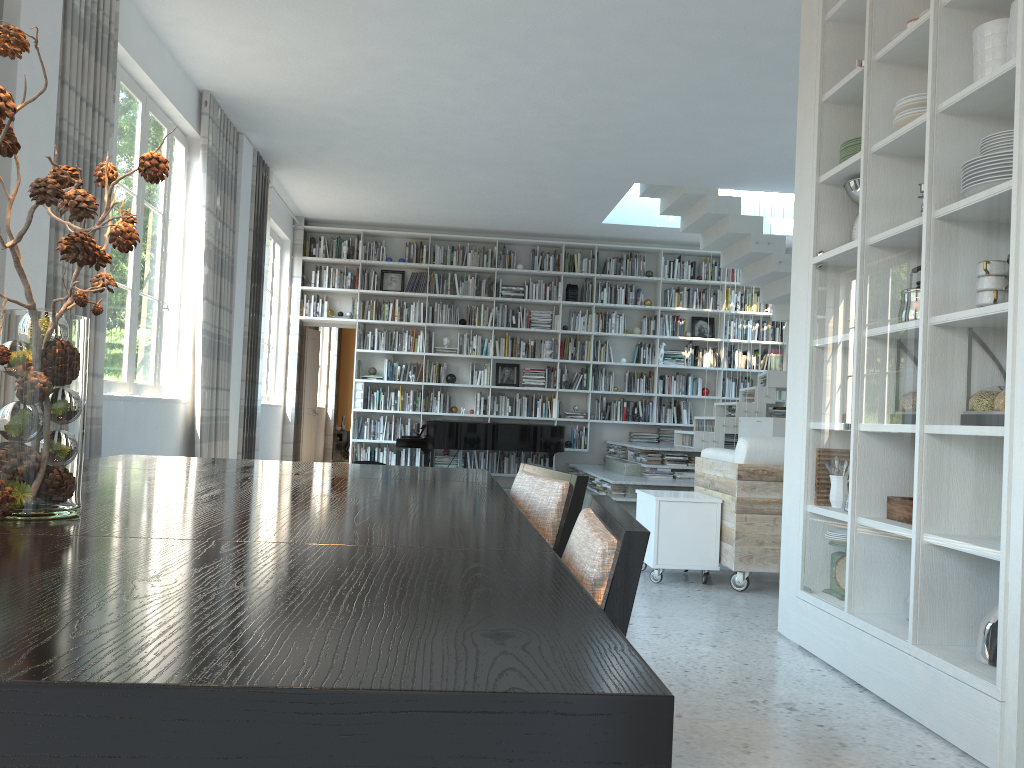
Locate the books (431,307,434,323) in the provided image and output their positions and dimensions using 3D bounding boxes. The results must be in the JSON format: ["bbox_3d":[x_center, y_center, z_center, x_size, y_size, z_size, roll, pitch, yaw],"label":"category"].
[{"bbox_3d":[-1.003,-0.852,11.204,0.024,0.219,0.140,3,-2,-4],"label":"books"}]

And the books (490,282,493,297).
[{"bbox_3d":[-0.260,-1.179,11.271,0.028,0.211,0.134,3,-2,-4],"label":"books"}]

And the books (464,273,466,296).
[{"bbox_3d":[-0.602,-1.245,11.225,0.012,0.308,0.145,3,-2,-4],"label":"books"}]

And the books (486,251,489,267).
[{"bbox_3d":[-0.317,-1.563,11.257,0.026,0.237,0.149,3,-2,-4],"label":"books"}]

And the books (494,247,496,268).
[{"bbox_3d":[-0.220,-1.584,11.256,0.026,0.288,0.176,3,-2,-4],"label":"books"}]

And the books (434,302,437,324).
[{"bbox_3d":[-0.964,-0.881,11.187,0.026,0.279,0.151,3,-2,-4],"label":"books"}]

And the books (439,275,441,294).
[{"bbox_3d":[-0.908,-1.236,11.200,0.011,0.260,0.157,3,-2,-4],"label":"books"}]

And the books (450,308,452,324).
[{"bbox_3d":[-0.771,-0.840,11.222,0.012,0.217,0.133,3,-2,-4],"label":"books"}]

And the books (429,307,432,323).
[{"bbox_3d":[-1.030,-0.856,11.203,0.029,0.225,0.136,3,-2,-4],"label":"books"}]

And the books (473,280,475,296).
[{"bbox_3d":[-0.483,-1.200,11.236,0.013,0.231,0.141,3,-2,-4],"label":"books"}]

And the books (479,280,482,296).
[{"bbox_3d":[-0.404,-1.190,11.235,0.030,0.217,0.182,3,-2,-4],"label":"books"}]

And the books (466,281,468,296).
[{"bbox_3d":[-0.569,-1.193,11.225,0.010,0.208,0.173,3,-2,-4],"label":"books"}]

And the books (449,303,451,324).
[{"bbox_3d":[-0.779,-0.879,11.196,0.011,0.291,0.176,3,-2,-4],"label":"books"}]

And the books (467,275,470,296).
[{"bbox_3d":[-0.551,-1.231,11.241,0.026,0.286,0.137,3,-2,-4],"label":"books"}]

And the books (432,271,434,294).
[{"bbox_3d":[-0.997,-1.264,11.217,0.014,0.309,0.130,3,-2,-4],"label":"books"}]

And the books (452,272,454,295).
[{"bbox_3d":[-0.745,-1.255,11.230,0.013,0.315,0.135,3,-2,-4],"label":"books"}]

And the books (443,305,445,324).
[{"bbox_3d":[-0.853,-0.863,11.179,0.012,0.251,0.184,3,-2,-4],"label":"books"}]

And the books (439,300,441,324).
[{"bbox_3d":[-0.911,-0.897,11.202,0.011,0.317,0.154,3,-2,-4],"label":"books"}]

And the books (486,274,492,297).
[{"bbox_3d":[-0.299,-1.227,11.244,0.058,0.302,0.175,3,-2,-4],"label":"books"}]

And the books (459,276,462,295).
[{"bbox_3d":[-0.650,-1.225,11.227,0.027,0.265,0.168,3,-2,-4],"label":"books"}]

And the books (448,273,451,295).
[{"bbox_3d":[-0.796,-1.247,11.208,0.023,0.293,0.156,3,-2,-4],"label":"books"}]

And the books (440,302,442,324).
[{"bbox_3d":[-0.900,-0.881,11.181,0.010,0.283,0.184,3,-2,-4],"label":"books"}]

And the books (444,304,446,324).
[{"bbox_3d":[-0.843,-0.866,11.203,0.010,0.261,0.169,3,-2,-4],"label":"books"}]

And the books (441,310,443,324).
[{"bbox_3d":[-0.884,-0.831,11.198,0.029,0.186,0.149,3,-2,-4],"label":"books"}]

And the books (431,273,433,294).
[{"bbox_3d":[-1.009,-1.252,11.195,0.013,0.283,0.158,3,-2,-4],"label":"books"}]

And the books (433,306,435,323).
[{"bbox_3d":[-0.984,-0.862,11.192,0.012,0.240,0.134,3,-2,-4],"label":"books"}]

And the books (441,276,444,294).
[{"bbox_3d":[-0.875,-1.225,11.195,0.031,0.242,0.181,3,-2,-4],"label":"books"}]

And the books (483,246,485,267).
[{"bbox_3d":[-0.365,-1.589,11.250,0.013,0.285,0.159,3,-2,-4],"label":"books"}]

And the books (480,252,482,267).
[{"bbox_3d":[-0.395,-1.549,11.229,0.026,0.200,0.187,3,-2,-4],"label":"books"}]

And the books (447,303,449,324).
[{"bbox_3d":[-0.812,-0.874,11.196,0.011,0.279,0.169,3,-2,-4],"label":"books"}]

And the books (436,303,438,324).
[{"bbox_3d":[-0.945,-0.879,11.185,0.012,0.276,0.157,3,-2,-4],"label":"books"}]

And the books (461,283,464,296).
[{"bbox_3d":[-0.625,-1.182,11.222,0.028,0.180,0.168,3,-2,-4],"label":"books"}]

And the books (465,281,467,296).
[{"bbox_3d":[-0.588,-1.195,11.250,0.024,0.212,0.128,3,-2,-4],"label":"books"}]

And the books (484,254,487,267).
[{"bbox_3d":[-0.345,-1.538,11.244,0.031,0.184,0.177,3,-2,-4],"label":"books"}]

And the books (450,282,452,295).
[{"bbox_3d":[-0.771,-1.189,11.219,0.034,0.180,0.160,3,-2,-4],"label":"books"}]

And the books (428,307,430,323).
[{"bbox_3d":[-1.050,-0.850,11.176,0.015,0.207,0.186,3,-2,-4],"label":"books"}]

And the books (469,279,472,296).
[{"bbox_3d":[-0.527,-1.201,11.218,0.021,0.226,0.191,3,-2,-4],"label":"books"}]

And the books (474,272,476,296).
[{"bbox_3d":[-0.468,-1.241,11.228,0.011,0.313,0.183,3,-2,-4],"label":"books"}]

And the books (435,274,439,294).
[{"bbox_3d":[-0.947,-1.245,11.204,0.067,0.274,0.168,3,-2,-4],"label":"books"}]

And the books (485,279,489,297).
[{"bbox_3d":[-0.315,-1.209,11.242,0.055,0.263,0.167,3,-2,-4],"label":"books"}]

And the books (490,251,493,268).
[{"bbox_3d":[-0.261,-1.555,11.249,0.026,0.225,0.172,3,-2,-4],"label":"books"}]

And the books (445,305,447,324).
[{"bbox_3d":[-0.833,-0.863,11.204,0.011,0.255,0.152,3,-2,-4],"label":"books"}]

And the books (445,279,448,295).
[{"bbox_3d":[-0.823,-1.211,11.205,0.029,0.219,0.157,3,-2,-4],"label":"books"}]

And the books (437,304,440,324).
[{"bbox_3d":[-0.928,-0.871,11.187,0.024,0.262,0.177,3,-2,-4],"label":"books"}]

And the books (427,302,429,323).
[{"bbox_3d":[-1.063,-0.888,11.193,0.012,0.285,0.159,3,-2,-4],"label":"books"}]

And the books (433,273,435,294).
[{"bbox_3d":[-0.984,-1.253,11.195,0.010,0.287,0.148,3,-2,-4],"label":"books"}]

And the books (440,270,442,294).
[{"bbox_3d":[-0.895,-1.263,11.193,0.012,0.315,0.171,3,-2,-4],"label":"books"}]

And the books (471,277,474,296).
[{"bbox_3d":[-0.503,-1.216,11.239,0.028,0.261,0.135,3,-2,-4],"label":"books"}]

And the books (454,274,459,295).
[{"bbox_3d":[-0.700,-1.239,11.208,0.075,0.285,0.178,3,-2,-4],"label":"books"}]

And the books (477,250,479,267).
[{"bbox_3d":[-0.432,-1.564,11.241,0.021,0.228,0.161,3,-2,-4],"label":"books"}]

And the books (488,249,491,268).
[{"bbox_3d":[-0.289,-1.573,11.268,0.029,0.261,0.151,3,-2,-4],"label":"books"}]

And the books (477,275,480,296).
[{"bbox_3d":[-0.430,-1.227,11.254,0.022,0.290,0.146,3,-2,-4],"label":"books"}]

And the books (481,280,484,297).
[{"bbox_3d":[-0.379,-1.191,11.241,0.022,0.222,0.161,3,-2,-4],"label":"books"}]

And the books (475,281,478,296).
[{"bbox_3d":[-0.454,-1.190,11.249,0.024,0.213,0.150,3,-2,-4],"label":"books"}]

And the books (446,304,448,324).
[{"bbox_3d":[-0.822,-0.865,11.189,0.009,0.261,0.180,3,-2,-4],"label":"books"}]

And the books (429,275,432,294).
[{"bbox_3d":[-1.027,-1.240,11.178,0.023,0.256,0.174,3,-2,-4],"label":"books"}]

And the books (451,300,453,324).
[{"bbox_3d":[-0.760,-0.892,11.211,0.004,0.321,0.153,3,-2,-4],"label":"books"}]

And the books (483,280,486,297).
[{"bbox_3d":[-0.357,-1.197,11.258,0.025,0.237,0.153,3,-2,-4],"label":"books"}]

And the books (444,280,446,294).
[{"bbox_3d":[-0.850,-1.203,11.210,0.024,0.201,0.153,3,-2,-4],"label":"books"}]
